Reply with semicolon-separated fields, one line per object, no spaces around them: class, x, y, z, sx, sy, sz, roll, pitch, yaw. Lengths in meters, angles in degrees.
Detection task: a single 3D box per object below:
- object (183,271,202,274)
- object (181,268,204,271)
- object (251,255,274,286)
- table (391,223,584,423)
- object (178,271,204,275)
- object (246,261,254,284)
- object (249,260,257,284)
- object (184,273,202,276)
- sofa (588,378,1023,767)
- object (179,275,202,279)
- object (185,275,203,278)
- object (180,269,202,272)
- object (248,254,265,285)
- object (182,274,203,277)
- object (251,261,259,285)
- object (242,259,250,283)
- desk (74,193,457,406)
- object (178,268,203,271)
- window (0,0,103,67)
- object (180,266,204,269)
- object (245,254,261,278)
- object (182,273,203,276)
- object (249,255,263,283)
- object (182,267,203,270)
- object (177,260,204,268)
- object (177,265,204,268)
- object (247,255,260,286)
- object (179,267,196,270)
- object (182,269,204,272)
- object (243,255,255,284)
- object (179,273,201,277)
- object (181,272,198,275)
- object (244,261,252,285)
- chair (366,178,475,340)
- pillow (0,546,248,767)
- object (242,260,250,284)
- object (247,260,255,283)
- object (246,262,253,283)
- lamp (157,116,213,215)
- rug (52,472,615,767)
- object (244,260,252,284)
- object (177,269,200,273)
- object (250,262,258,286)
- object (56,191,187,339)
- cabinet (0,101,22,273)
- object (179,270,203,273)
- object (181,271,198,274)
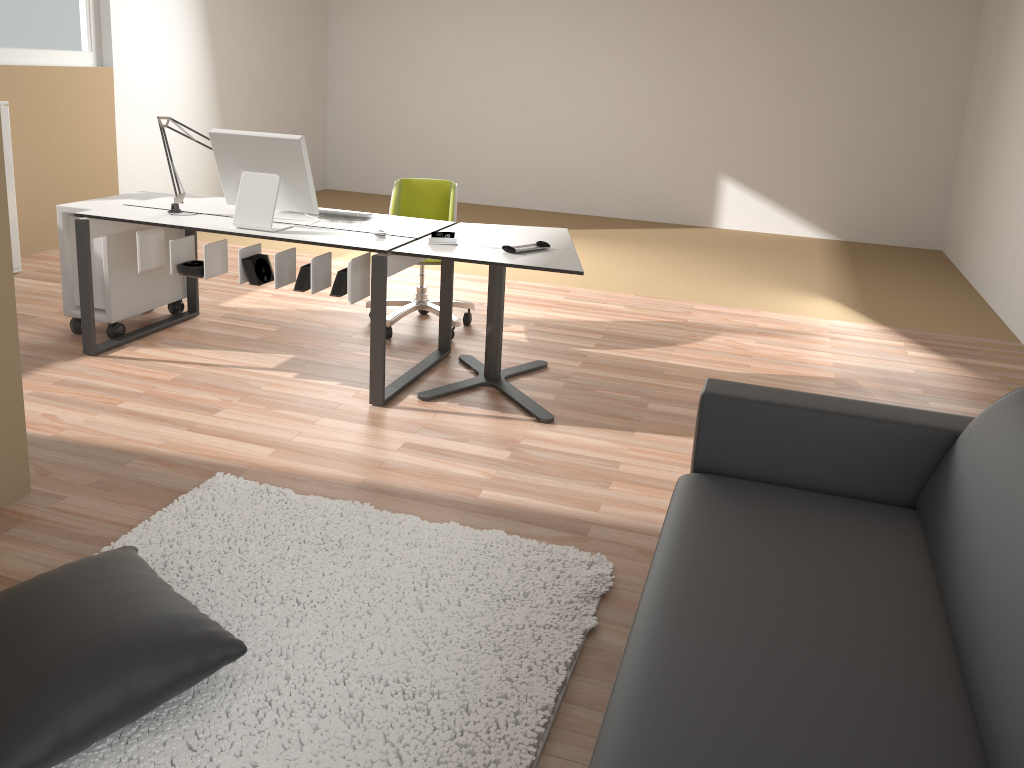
object;-1.439;-0.525;4.037;0.120;0.002;0.137;9;21;16
object;-1.442;-0.538;4.036;0.120;0.002;0.137;9;21;16
object;-1.109;-0.508;3.931;0.040;0.110;0.137;7;18;16
table;-0.008;-0.321;4.061;0.813;0.668;0.953;7;18;13
object;-1.438;-0.523;4.038;0.120;0.002;0.137;9;21;16
object;-1.133;-0.512;3.938;0.040;0.110;0.137;7;18;16
object;-1.118;-0.509;3.933;0.040;0.110;0.137;7;18;16
object;-1.436;-0.516;4.039;0.120;0.002;0.137;9;21;16
sofa;0.611;0.610;1.340;0.955;0.809;2.324;8;20;16
object;-1.434;-0.506;4.040;0.120;0.002;0.137;9;21;16
object;-1.434;-0.508;4.040;0.120;0.002;0.137;9;21;16
object;-1.441;-0.534;4.036;0.120;0.002;0.137;9;21;16
object;-1.125;-0.510;3.935;0.040;0.110;0.137;7;18;16
object;-1.435;-0.512;4.039;0.120;0.002;0.137;9;21;16
object;-1.109;-0.508;3.931;0.040;0.110;0.137;7;18;16
object;-1.151;-0.515;3.943;0.040;0.110;0.137;7;18;16
desk;-1.177;-0.477;4.323;1.608;0.667;0.827;9;18;16
object;-1.442;-0.536;4.036;0.120;0.002;0.137;9;21;16
window;-3.675;-2.714;4.905;0.045;1.742;3.740;7;19;16
object;-1.445;-0.547;4.035;0.120;0.002;0.137;9;21;16
object;-1.140;-0.513;3.940;0.040;0.110;0.137;7;18;16
object;-1.437;-0.516;4.039;0.120;0.002;0.137;9;21;16
object;-1.122;-0.510;3.935;0.040;0.110;0.137;7;18;16
object;-1.444;-0.545;4.035;0.120;0.002;0.137;9;21;16
object;-1.446;-0.551;4.034;0.120;0.002;0.137;9;21;16
object;-1.446;-0.551;4.034;0.120;0.002;0.137;9;21;16
object;-1.131;-0.512;3.937;0.040;0.110;0.137;7;18;16
object;-1.444;-0.542;4.035;0.120;0.002;0.137;9;21;16
object;-1.441;-0.534;4.036;0.120;0.002;0.137;9;21;16
object;-1.148;-0.515;3.942;0.040;0.110;0.137;7;18;16
object;-1.436;-0.514;4.039;0.120;0.002;0.137;9;21;16
object;-1.438;-0.521;4.038;0.120;0.002;0.137;9;21;16
object;-1.144;-0.514;3.941;0.040;0.110;0.137;7;18;16
chair;-0.501;-0.712;4.923;0.621;0.786;0.617;1;16;-8
pillow;-1.015;0.605;2.004;0.620;0.203;0.590;20;25;39
object;-1.153;-0.515;3.944;0.040;0.110;0.137;7;18;16
object;-1.127;-0.511;3.936;0.040;0.110;0.137;7;18;16
object;-1.136;-0.512;3.939;0.040;0.110;0.137;7;18;16
lamp;-1.416;-1.011;4.242;0.540;0.514;0.144;-2;15;-18
rug;-0.654;0.743;1.956;1.455;0.044;2.083;9;20;16
object;-1.142;-0.513;3.941;0.040;0.110;0.137;7;18;16
object;-1.441;-0.532;4.037;0.120;0.002;0.137;9;21;16
object;-1.116;-0.509;3.933;0.040;0.110;0.137;7;18;16
object;-2.047;-0.648;4.705;0.310;0.656;0.639;7;17;16
cabinet;-3.538;-1.023;4.919;0.418;1.051;1.567;7;18;16
object;-1.439;-0.527;4.037;0.120;0.002;0.137;9;21;16
object;-1.439;-0.525;4.037;0.120;0.002;0.137;9;21;16
